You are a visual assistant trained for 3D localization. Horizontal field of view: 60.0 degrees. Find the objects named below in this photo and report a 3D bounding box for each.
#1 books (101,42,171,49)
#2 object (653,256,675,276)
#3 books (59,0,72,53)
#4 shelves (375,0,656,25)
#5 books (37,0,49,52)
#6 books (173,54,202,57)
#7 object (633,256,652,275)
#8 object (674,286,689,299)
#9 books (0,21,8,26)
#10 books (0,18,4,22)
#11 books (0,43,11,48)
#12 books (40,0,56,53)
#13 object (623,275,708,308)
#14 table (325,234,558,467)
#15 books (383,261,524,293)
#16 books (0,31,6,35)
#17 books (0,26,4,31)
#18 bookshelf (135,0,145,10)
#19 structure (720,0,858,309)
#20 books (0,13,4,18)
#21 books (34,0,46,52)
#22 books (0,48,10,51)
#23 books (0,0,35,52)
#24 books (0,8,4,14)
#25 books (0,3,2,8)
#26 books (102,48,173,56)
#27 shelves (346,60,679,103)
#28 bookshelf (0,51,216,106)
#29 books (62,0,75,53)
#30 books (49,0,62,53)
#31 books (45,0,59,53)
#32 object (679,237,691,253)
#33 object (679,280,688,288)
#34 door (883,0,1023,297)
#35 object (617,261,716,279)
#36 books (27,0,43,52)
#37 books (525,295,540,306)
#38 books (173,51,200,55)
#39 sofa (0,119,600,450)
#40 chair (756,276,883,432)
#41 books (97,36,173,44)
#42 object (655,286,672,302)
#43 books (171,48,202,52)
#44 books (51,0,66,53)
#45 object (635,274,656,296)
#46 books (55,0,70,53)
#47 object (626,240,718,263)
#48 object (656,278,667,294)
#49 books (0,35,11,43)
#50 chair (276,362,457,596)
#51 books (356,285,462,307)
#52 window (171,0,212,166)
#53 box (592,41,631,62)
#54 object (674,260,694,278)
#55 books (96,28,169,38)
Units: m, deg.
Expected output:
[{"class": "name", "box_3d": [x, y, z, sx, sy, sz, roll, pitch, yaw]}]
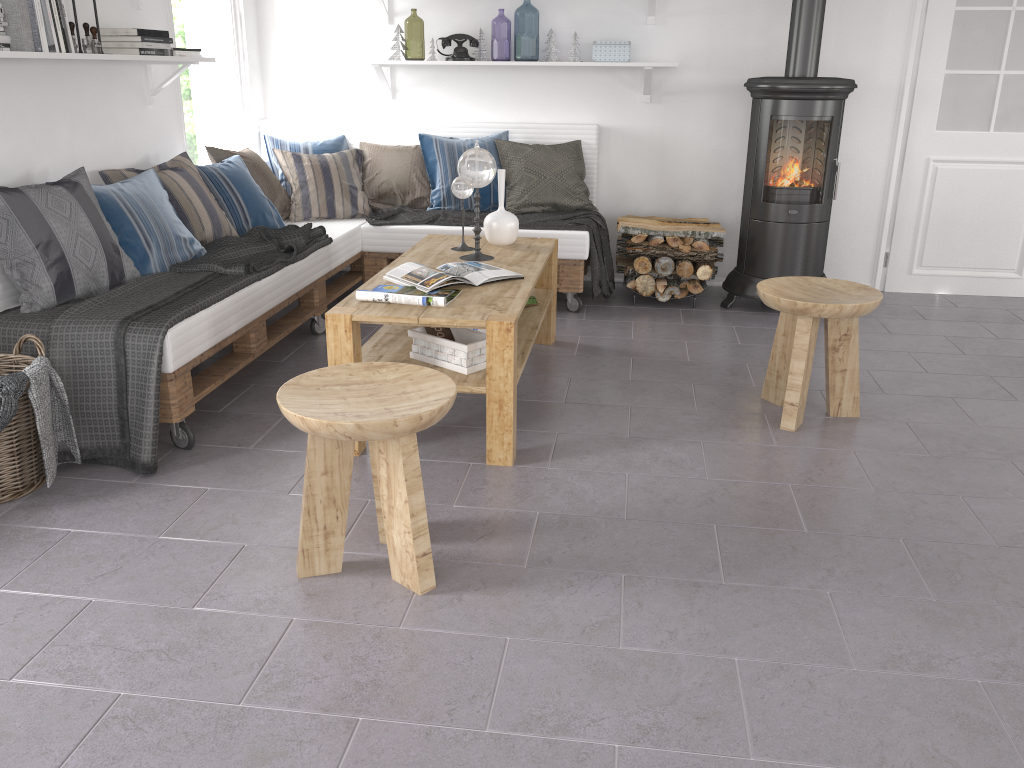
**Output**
[{"class": "books", "box_3d": [-1.581, -1.421, 3.725, 0.191, 0.023, 0.242, 2, 20, 5]}, {"class": "object", "box_3d": [0.839, -0.705, 4.953, 0.110, 0.109, 0.463, 2, 20, 5]}, {"class": "books", "box_3d": [-1.660, -1.284, 3.130, 0.171, 0.219, 0.047, 3, 20, 7]}, {"class": "shelves", "box_3d": [0.002, -2.080, 4.833, 1.820, 0.212, 0.269, 3, 20, 7]}, {"class": "books", "box_3d": [-1.689, -1.249, 3.005, 0.200, 0.236, 0.031, 3, 20, 7]}, {"class": "books", "box_3d": [-1.545, -1.480, 4.001, 0.187, 0.014, 0.253, 3, 20, 7]}, {"class": "object", "box_3d": [0.729, -0.718, 4.990, 0.103, 0.107, 0.516, 3, 20, 6]}, {"class": "object", "box_3d": [0.956, -0.568, 5.004, 0.096, 0.067, 0.467, 3, 20, 7]}, {"class": "books", "box_3d": [-1.744, -1.138, 2.788, 0.161, 0.013, 0.256, 3, 20, 7]}, {"class": "books", "box_3d": [-1.755, -1.143, 2.764, 0.159, 0.012, 0.285, 3, 20, 7]}, {"class": "books", "box_3d": [-1.746, -1.068, 2.789, 0.159, 0.012, 0.285, 3, 20, 7]}, {"class": "books", "box_3d": [-1.653, -1.241, 3.034, 0.141, 0.203, 0.044, 3, 20, 7]}, {"class": "object", "box_3d": [0.860, -0.552, 5.026, 0.456, 0.118, 0.478, 3, 20, 7]}, {"class": "table", "box_3d": [-0.190, -0.217, 3.507, 0.607, 0.485, 1.457, 3, 20, 7]}, {"class": "books", "box_3d": [-0.213, -0.409, 3.247, 0.422, 0.049, 0.300, -14, 24, -35]}, {"class": "books", "box_3d": [-1.754, -1.110, 2.793, 0.161, 0.013, 0.254, 3, 20, 7]}, {"class": "books", "box_3d": [-1.771, -1.118, 2.774, 0.182, 0.016, 0.288, 3, 20, 7]}, {"class": "bookshelf", "box_3d": [-1.640, -1.519, 3.208, 0.269, 0.212, 1.820, 3, 20, 7]}, {"class": "structure", "box_3d": [1.462, -2.758, 4.130, 0.643, 4.887, 0.626, -5, 20, -15]}, {"class": "books", "box_3d": [-1.747, -1.158, 2.770, 0.161, 0.012, 0.254, 3, 20, 7]}, {"class": "books", "box_3d": [-1.691, -1.247, 2.987, 0.205, 0.243, 0.019, 3, 20, 7]}, {"class": "books", "box_3d": [-1.748, -1.062, 2.809, 0.161, 0.012, 0.254, 3, 20, 7]}, {"class": "books", "box_3d": [-1.698, -1.236, 2.914, 0.200, 0.271, 0.050, 3, 20, 7]}, {"class": "books", "box_3d": [-1.754, -1.175, 2.772, 0.167, 0.017, 0.263, 3, 20, 7]}, {"class": "books", "box_3d": [-1.769, -1.188, 2.760, 0.182, 0.016, 0.288, 3, 20, 7]}, {"class": "books", "box_3d": [-1.587, -1.399, 3.743, 0.191, 0.032, 0.258, 4, 20, 9]}, {"class": "shelves", "box_3d": [-0.001, -1.694, 4.970, 1.820, 0.212, 0.269, 3, 20, 7]}, {"class": "bookshelf", "box_3d": [-1.644, -1.132, 3.345, 0.269, 0.212, 1.820, 3, 20, 7]}, {"class": "books", "box_3d": [-1.655, -1.277, 3.161, 0.152, 0.185, 0.045, 3, 20, 7]}, {"class": "books", "box_3d": [-1.677, -1.289, 3.059, 0.200, 0.274, 0.038, 3, 20, 7]}, {"class": "books", "box_3d": [-1.646, -1.241, 3.059, 0.125, 0.185, 0.042, 3, 20, 7]}, {"class": "object", "box_3d": [0.938, -0.793, 4.860, 0.059, 0.048, 0.529, 3, 20, 7]}, {"class": "object", "box_3d": [0.950, -0.601, 4.960, 0.046, 0.033, 0.425, 3, 20, 7]}, {"class": "door", "box_3d": [2.618, -1.458, 4.816, 0.902, 2.013, 0.101, 3, 20, 7]}, {"class": "object", "box_3d": [0.851, -0.626, 4.923, 0.539, 0.070, 0.101, 3, 20, 8]}, {"class": "books", "box_3d": [-1.689, -1.245, 2.961, 0.193, 0.257, 0.046, 3, 20, 7]}, {"class": "books", "box_3d": [-0.143, -0.365, 3.725, 0.445, 0.079, 0.301, -16, 25, -39]}, {"class": "books", "box_3d": [-1.546, -1.492, 3.992, 0.187, 0.014, 0.248, 2, 20, 6]}, {"class": "sofa", "box_3d": [-0.688, -0.647, 4.064, 2.017, 0.932, 2.855, 3, 20, 7]}, {"class": "chair", "box_3d": [1.097, -0.113, 3.258, 0.431, 0.479, 0.431, 2, 20, 4]}, {"class": "books", "box_3d": [-1.588, -1.446, 3.726, 0.212, 0.023, 0.258, 3, 20, 7]}, {"class": "object", "box_3d": [0.854, -0.562, 5.002, 0.095, 0.063, 0.562, 3, 20, 8]}, {"class": "books", "box_3d": [-1.553, -1.505, 3.991, 0.202, 0.012, 0.251, 4, 20, 9]}, {"class": "books", "box_3d": [-1.678, -1.294, 3.077, 0.200, 0.272, 0.054, 3, 20, 7]}, {"class": "object", "box_3d": [0.769, -0.605, 5.025, 0.118, 0.142, 0.520, 4, 20, 11]}, {"class": "books", "box_3d": [-1.676, -1.302, 3.099, 0.210, 0.274, 0.048, 3, 20, 7]}, {"class": "object", "box_3d": [0.852, -0.710, 4.746, 0.480, 0.104, 0.126, 4, 20, 9]}, {"class": "object", "box_3d": [0.834, -0.596, 4.980, 0.057, 0.050, 0.561, 3, 20, 7]}, {"class": "books", "box_3d": [-1.758, -1.084, 2.773, 0.176, 0.025, 0.331, 3, 20, 7]}, {"class": "chair", "box_3d": [-0.351, 0.238, 2.229, 0.431, 0.479, 0.431, 2, 20, 5]}, {"class": "books", "box_3d": [-0.342, -0.310, 2.983, 0.300, 0.043, 0.229, 5, 20, 11]}, {"class": "window", "box_3d": [-1.835, -1.667, 4.740, 0.052, 1.655, 0.685, 3, 20, 7]}, {"class": "box", "box_3d": [0.546, -1.818, 4.858, 0.202, 0.110, 0.137, 3, 20, 7]}, {"class": "object", "box_3d": [0.941, -0.690, 4.943, 0.102, 0.102, 0.561, 3, 20, 6]}, {"class": "books", "box_3d": [-1.586, -1.467, 3.709, 0.190, 0.028, 0.239, 4, 20, 9]}]
